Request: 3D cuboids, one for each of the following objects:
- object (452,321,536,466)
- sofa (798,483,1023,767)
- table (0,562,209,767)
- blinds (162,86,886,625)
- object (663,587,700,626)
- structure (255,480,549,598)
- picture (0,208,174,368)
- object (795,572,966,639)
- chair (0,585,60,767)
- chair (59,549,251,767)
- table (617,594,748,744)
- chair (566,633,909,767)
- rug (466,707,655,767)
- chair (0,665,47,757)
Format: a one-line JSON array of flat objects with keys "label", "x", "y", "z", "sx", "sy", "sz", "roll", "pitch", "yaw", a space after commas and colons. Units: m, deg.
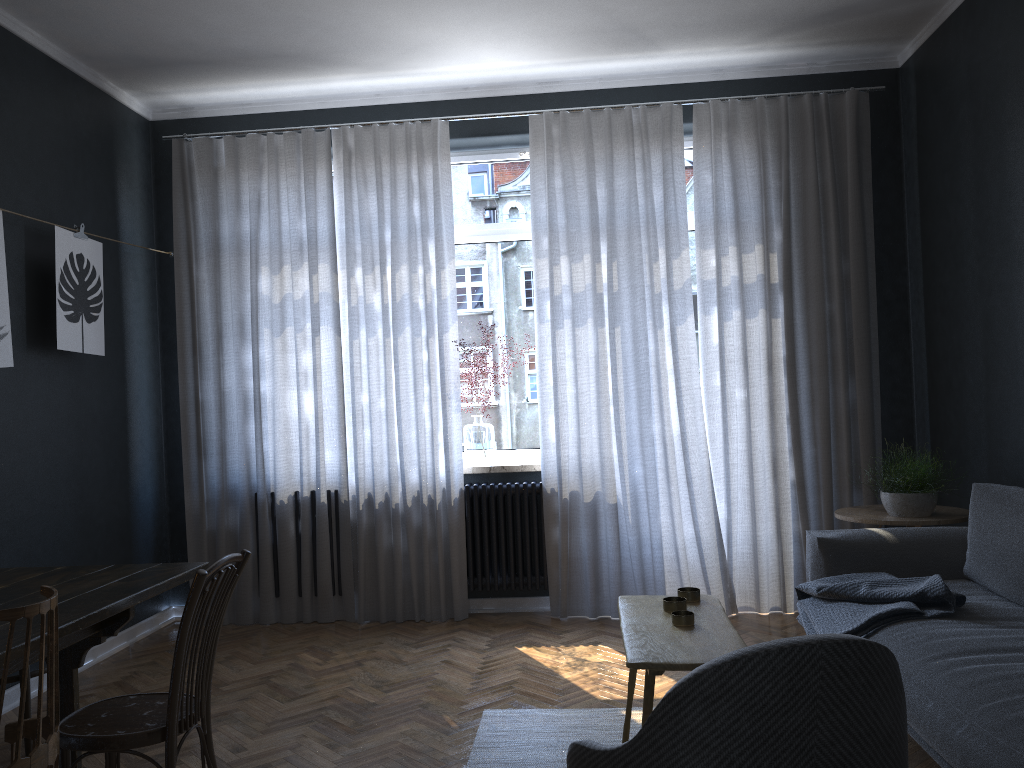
[{"label": "object", "x": -0.167, "y": 0.062, "z": 5.061, "sx": 0.514, "sy": 0.809, "sz": 0.599, "roll": -2, "pitch": -1, "yaw": -21}, {"label": "sofa", "x": 1.588, "y": 0.783, "z": 2.657, "sx": 0.970, "sy": 0.798, "sz": 2.340, "roll": -3, "pitch": -1, "yaw": 4}, {"label": "table", "x": -1.583, "y": 0.947, "z": 2.101, "sx": 1.126, "sy": 0.727, "sz": 1.604, "roll": -3, "pitch": -1, "yaw": 5}, {"label": "blinds", "x": 0.068, "y": -0.108, "z": 4.953, "sx": 3.993, "sy": 2.788, "sz": 0.312, "roll": -3, "pitch": 0, "yaw": 5}, {"label": "object", "x": 0.506, "y": 0.667, "z": 2.668, "sx": 0.103, "sy": 0.033, "sz": 0.369, "roll": -3, "pitch": -1, "yaw": 15}, {"label": "structure", "x": -0.576, "y": 0.879, "z": 5.066, "sx": 1.846, "sy": 0.600, "sz": 0.216, "roll": -3, "pitch": 0, "yaw": 5}, {"label": "picture", "x": -2.154, "y": -0.434, "z": 3.007, "sx": 0.058, "sy": 0.771, "sz": 4.457, "roll": -3, "pitch": -1, "yaw": 4}, {"label": "object", "x": 1.329, "y": 0.830, "z": 3.256, "sx": 0.490, "sy": 0.329, "sz": 0.666, "roll": -3, "pitch": -1, "yaw": 9}, {"label": "chair", "x": -1.077, "y": 0.857, "z": 1.747, "sx": 0.383, "sy": 0.856, "sz": 0.456, "roll": -2, "pitch": 0, "yaw": -10}, {"label": "chair", "x": -0.970, "y": 0.879, "z": 2.394, "sx": 0.467, "sy": 0.820, "sz": 0.363, "roll": -3, "pitch": 0, "yaw": 4}, {"label": "table", "x": 0.480, "y": 0.955, "z": 2.535, "sx": 0.339, "sy": 0.550, "sz": 0.787, "roll": -3, "pitch": -1, "yaw": 4}, {"label": "chair", "x": 0.458, "y": 0.804, "z": 1.602, "sx": 0.645, "sy": 0.811, "sz": 0.495, "roll": -2, "pitch": 0, "yaw": -17}, {"label": "rug", "x": 0.311, "y": 1.234, "z": 2.412, "sx": 1.003, "sy": 0.013, "sz": 2.011, "roll": -3, "pitch": -1, "yaw": 4}, {"label": "chair", "x": -1.852, "y": 0.882, "z": 3.154, "sx": 0.549, "sy": 0.920, "sz": 0.438, "roll": -3, "pitch": 0, "yaw": 2}]
